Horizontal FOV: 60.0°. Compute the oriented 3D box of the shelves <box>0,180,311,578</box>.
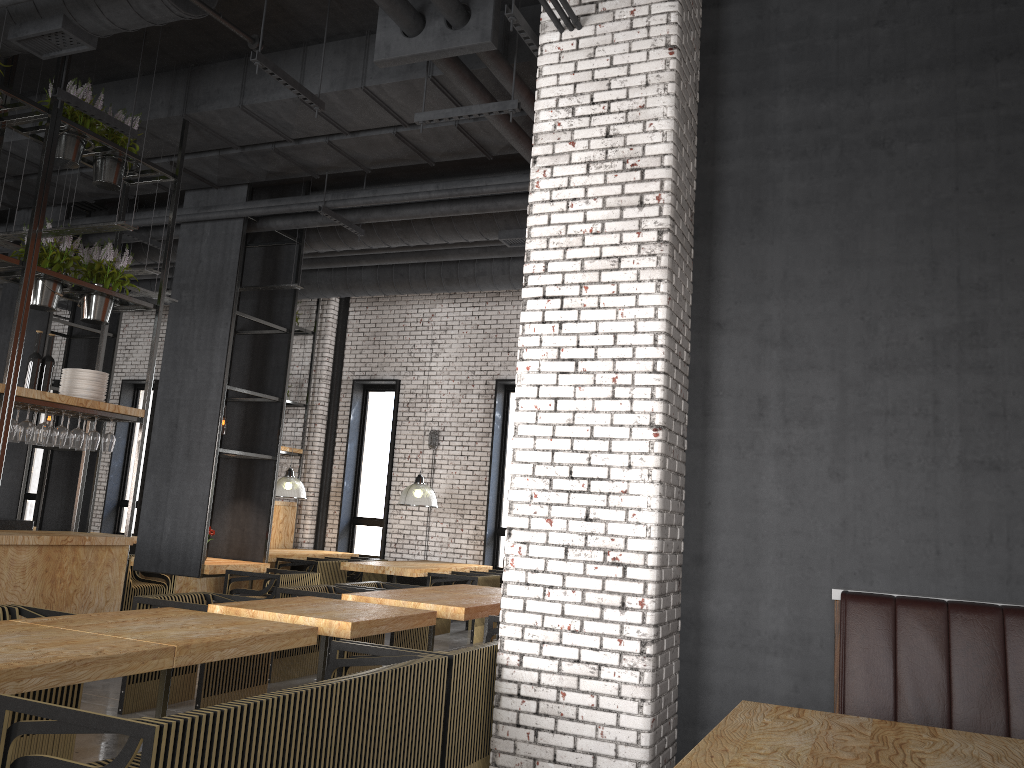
[{"bbox_3d":[-5.379,-0.232,10.427,6.147,4.382,0.999,0,-11,23],"label":"shelves"}]

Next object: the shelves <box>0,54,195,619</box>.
[{"bbox_3d":[-3.837,-0.559,5.622,0.690,5.036,3.647,0,-10,23],"label":"shelves"}]

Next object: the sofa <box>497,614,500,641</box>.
[{"bbox_3d":[0.529,2.112,6.807,0.640,0.733,1.799,0,-10,23],"label":"sofa"}]

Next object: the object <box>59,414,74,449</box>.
[{"bbox_3d":[-3.452,0.368,6.881,0.101,0.268,0.100,6,-10,-13],"label":"object"}]

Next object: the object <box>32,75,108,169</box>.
[{"bbox_3d":[-3.371,-1.948,6.774,0.416,0.561,0.466,4,-10,-3],"label":"object"}]

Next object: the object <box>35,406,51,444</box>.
[{"bbox_3d":[-3.363,0.294,6.369,0.101,0.268,0.100,6,-10,-13],"label":"object"}]

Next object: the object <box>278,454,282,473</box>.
[{"bbox_3d":[-3.426,1.168,13.028,0.101,0.268,0.101,11,-12,-35],"label":"object"}]

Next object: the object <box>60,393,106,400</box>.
[{"bbox_3d":[-3.339,0.110,6.882,0.334,0.046,0.333,3,-9,4],"label":"object"}]

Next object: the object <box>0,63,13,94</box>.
[{"bbox_3d":[-3.735,-2.082,6.074,0.467,0.561,0.415,1,-10,18],"label":"object"}]

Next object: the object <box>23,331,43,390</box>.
[{"bbox_3d":[-3.503,-0.157,6.505,0.098,0.473,0.098,6,-10,-14],"label":"object"}]

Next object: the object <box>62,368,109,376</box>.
[{"bbox_3d":[-3.326,-0.077,6.914,0.334,0.039,0.333,4,-9,-2],"label":"object"}]

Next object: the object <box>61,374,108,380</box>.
[{"bbox_3d":[-3.329,-0.039,6.908,0.334,0.044,0.333,5,-9,-6],"label":"object"}]

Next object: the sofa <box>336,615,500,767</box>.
[{"bbox_3d":[-0.240,1.783,5.040,0.640,0.733,1.799,0,-10,23],"label":"sofa"}]

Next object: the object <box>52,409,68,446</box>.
[{"bbox_3d":[-3.305,0.319,6.502,0.101,0.268,0.100,6,-10,-13],"label":"object"}]

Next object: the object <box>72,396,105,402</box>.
[{"bbox_3d":[-3.339,0.130,6.878,0.334,0.033,0.334,-2,-10,32],"label":"object"}]

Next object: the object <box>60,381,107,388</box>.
[{"bbox_3d":[-3.332,0.019,6.897,0.334,0.039,0.333,-1,-10,31],"label":"object"}]

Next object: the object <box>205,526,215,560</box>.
[{"bbox_3d":[-3.144,1.626,9.103,0.156,0.356,0.170,7,-10,-18],"label":"object"}]

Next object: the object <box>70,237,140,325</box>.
[{"bbox_3d":[-3.260,-0.760,7.025,0.416,0.561,0.466,1,-10,17],"label":"object"}]

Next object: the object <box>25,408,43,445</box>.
[{"bbox_3d":[-3.567,0.318,6.615,0.101,0.268,0.100,6,-10,-13],"label":"object"}]

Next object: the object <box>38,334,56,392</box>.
[{"bbox_3d":[-3.461,-0.139,6.602,0.098,0.473,0.098,6,-10,-14],"label":"object"}]

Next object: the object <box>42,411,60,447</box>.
[{"bbox_3d":[-3.510,0.343,6.748,0.101,0.268,0.100,6,-10,-13],"label":"object"}]

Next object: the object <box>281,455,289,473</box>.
[{"bbox_3d":[-3.368,1.192,13.160,0.101,0.268,0.101,11,-12,-35],"label":"object"}]

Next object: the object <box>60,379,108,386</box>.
[{"bbox_3d":[-3.330,-0.001,6.900,0.335,0.043,0.333,3,-9,7],"label":"object"}]

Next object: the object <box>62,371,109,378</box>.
[{"bbox_3d":[-3.326,-0.058,6.910,0.335,0.039,0.333,4,-9,-1],"label":"object"}]

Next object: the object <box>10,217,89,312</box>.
[{"bbox_3d":[-3.486,-0.837,6.635,0.416,0.561,0.466,-2,-11,31],"label":"object"}]

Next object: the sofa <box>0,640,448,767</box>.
[{"bbox_3d":[-0.968,1.472,3.367,0.640,0.733,1.799,0,-10,23],"label":"sofa"}]

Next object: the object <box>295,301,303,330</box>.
[{"bbox_3d":[-3.426,-0.920,13.393,0.467,0.561,0.415,-2,-11,33],"label":"object"}]

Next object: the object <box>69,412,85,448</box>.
[{"bbox_3d":[-3.247,0.343,6.634,0.101,0.268,0.100,6,-10,-13],"label":"object"}]

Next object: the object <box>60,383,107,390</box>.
[{"bbox_3d":[-3.332,0.034,6.894,0.334,0.041,0.334,12,-12,-43],"label":"object"}]

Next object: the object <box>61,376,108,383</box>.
[{"bbox_3d":[-3.330,-0.020,6.904,0.334,0.041,0.334,5,-9,-7],"label":"object"}]

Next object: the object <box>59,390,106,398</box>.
[{"bbox_3d":[-3.336,0.092,6.885,0.334,0.037,0.334,6,-9,-10],"label":"object"}]

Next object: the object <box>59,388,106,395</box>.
[{"bbox_3d":[-3.335,0.072,6.887,0.334,0.040,0.333,6,-9,-12],"label":"object"}]

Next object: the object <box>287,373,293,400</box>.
[{"bbox_3d":[-3.527,0.181,13.196,0.467,0.561,0.415,-5,-13,42],"label":"object"}]

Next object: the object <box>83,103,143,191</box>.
[{"bbox_3d":[-3.257,-1.873,7.203,0.415,0.561,0.467,12,-13,-41],"label":"object"}]

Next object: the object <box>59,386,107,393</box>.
[{"bbox_3d":[-3.335,0.053,6.891,0.334,0.039,0.334,6,-9,-10],"label":"object"}]

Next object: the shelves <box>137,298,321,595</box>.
[{"bbox_3d":[-3.867,0.504,12.456,0.690,5.036,2.325,0,-11,23],"label":"shelves"}]
